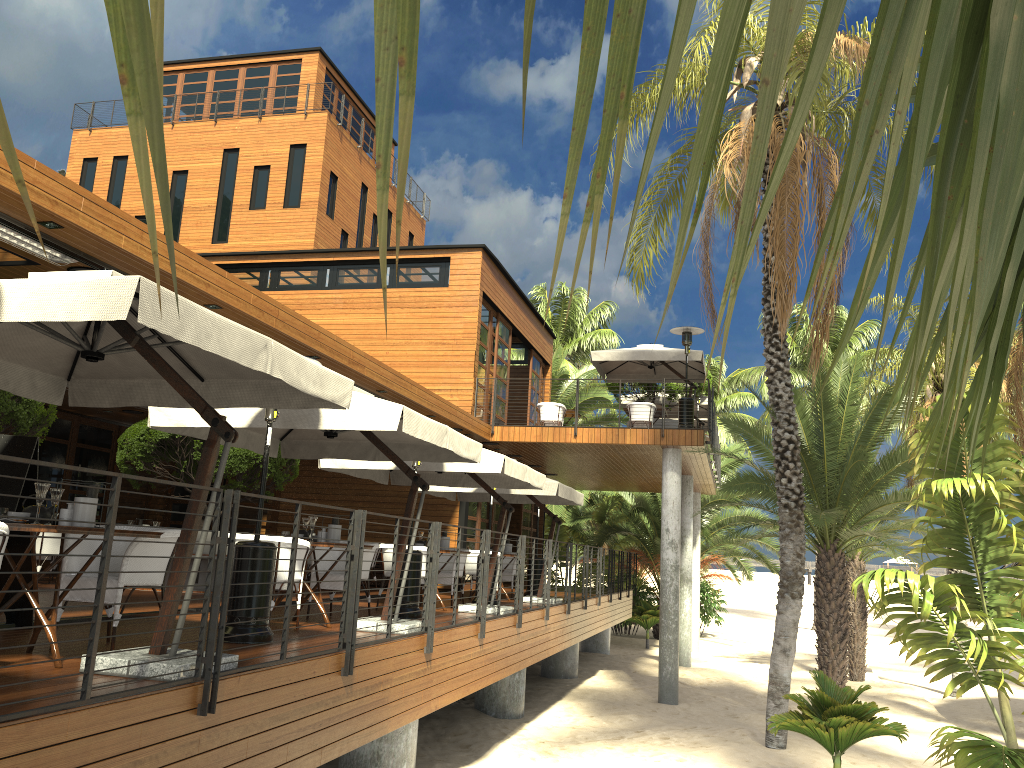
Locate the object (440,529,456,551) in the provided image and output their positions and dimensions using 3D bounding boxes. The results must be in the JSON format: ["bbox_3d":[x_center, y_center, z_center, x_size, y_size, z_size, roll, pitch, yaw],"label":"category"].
[{"bbox_3d":[-0.913,2.034,11.572,0.263,0.265,0.263,10,-13,-30],"label":"object"}]

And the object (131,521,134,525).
[{"bbox_3d":[-6.786,2.551,15.803,0.082,0.228,0.082,11,-14,-32],"label":"object"}]

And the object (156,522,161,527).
[{"bbox_3d":[-6.364,2.596,15.918,0.082,0.228,0.082,12,-15,-37],"label":"object"}]

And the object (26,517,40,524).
[{"bbox_3d":[-2.699,0.772,4.997,0.080,0.042,0.080,2,-11,6],"label":"object"}]

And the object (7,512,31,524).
[{"bbox_3d":[-2.796,0.760,5.022,0.116,0.065,0.115,-1,-12,18],"label":"object"}]

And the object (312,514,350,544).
[{"bbox_3d":[-1.713,1.370,8.380,0.263,0.265,0.263,10,-13,-30],"label":"object"}]

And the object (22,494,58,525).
[{"bbox_3d":[-2.806,0.743,5.242,0.168,0.179,0.162,1,-12,12],"label":"object"}]

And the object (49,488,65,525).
[{"bbox_3d":[-2.825,0.760,5.475,0.082,0.228,0.081,0,-12,15],"label":"object"}]

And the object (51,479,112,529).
[{"bbox_3d":[-2.514,0.704,5.178,0.263,0.265,0.263,10,-13,-30],"label":"object"}]

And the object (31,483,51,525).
[{"bbox_3d":[-2.642,0.670,4.959,0.082,0.228,0.081,0,-12,15],"label":"object"}]

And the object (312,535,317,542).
[{"bbox_3d":[-1.877,1.501,8.578,0.116,0.065,0.115,1,-12,13],"label":"object"}]

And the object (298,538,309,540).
[{"bbox_3d":[-1.986,1.415,8.059,0.294,0.025,0.169,0,-11,14],"label":"object"}]

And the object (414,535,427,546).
[{"bbox_3d":[-1.207,2.073,11.638,0.163,0.179,0.167,0,-12,16],"label":"object"}]

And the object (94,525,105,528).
[{"bbox_3d":[-2.689,0.885,5.532,0.294,0.025,0.169,0,-11,14],"label":"object"}]

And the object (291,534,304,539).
[{"bbox_3d":[-1.994,1.426,8.224,0.116,0.065,0.115,1,-12,13],"label":"object"}]

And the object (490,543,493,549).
[{"bbox_3d":[-0.397,2.746,14.873,0.163,0.179,0.167,0,-12,16],"label":"object"}]

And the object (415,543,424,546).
[{"bbox_3d":[-1.195,2.089,11.416,0.116,0.065,0.115,1,-12,13],"label":"object"}]

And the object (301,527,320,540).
[{"bbox_3d":[-3.485,2.611,15.263,0.263,0.265,0.263,10,-13,-29],"label":"object"}]

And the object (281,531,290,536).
[{"bbox_3d":[-2.105,1.411,8.237,0.086,0.086,0.086,-1,-12,19],"label":"object"}]

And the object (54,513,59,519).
[{"bbox_3d":[-6.635,1.987,12.858,0.082,0.228,0.082,-4,-14,32],"label":"object"}]

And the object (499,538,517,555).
[{"bbox_3d":[-0.103,2.706,14.806,0.263,0.265,0.263,10,-13,-30],"label":"object"}]

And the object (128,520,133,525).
[{"bbox_3d":[-6.652,2.481,15.406,0.082,0.228,0.082,12,-15,-37],"label":"object"}]

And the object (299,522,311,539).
[{"bbox_3d":[-2.006,1.409,8.446,0.163,0.179,0.167,0,-12,16],"label":"object"}]

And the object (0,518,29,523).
[{"bbox_3d":[-2.788,0.749,4.857,0.294,0.025,0.169,0,-11,14],"label":"object"}]

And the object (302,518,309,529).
[{"bbox_3d":[-2.023,1.426,8.677,0.082,0.228,0.081,2,-12,3],"label":"object"}]

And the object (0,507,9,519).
[{"bbox_3d":[-2.907,0.745,5.036,0.086,0.086,0.086,-1,-12,19],"label":"object"}]

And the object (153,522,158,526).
[{"bbox_3d":[-6.254,2.524,15.513,0.082,0.228,0.082,11,-14,-32],"label":"object"}]

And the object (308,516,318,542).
[{"bbox_3d":[-1.840,1.336,8.160,0.082,0.228,0.081,0,-12,15],"label":"object"}]

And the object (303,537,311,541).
[{"bbox_3d":[-1.898,1.438,8.199,0.080,0.042,0.080,8,-12,-24],"label":"object"}]

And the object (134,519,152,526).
[{"bbox_3d":[-6.531,2.525,15.677,0.263,0.265,0.263,9,-13,-26],"label":"object"}]

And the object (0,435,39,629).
[{"bbox_3d":[-3.908,1.050,6.378,0.768,1.402,0.768,3,-12,-1],"label":"object"}]

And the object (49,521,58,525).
[{"bbox_3d":[-2.775,0.846,5.397,0.080,0.042,0.080,2,-11,6],"label":"object"}]

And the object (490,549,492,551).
[{"bbox_3d":[-0.385,2.762,14.651,0.116,0.065,0.115,4,-11,-4],"label":"object"}]

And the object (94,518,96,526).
[{"bbox_3d":[-2.567,0.829,5.371,0.086,0.086,0.086,-1,-12,19],"label":"object"}]
